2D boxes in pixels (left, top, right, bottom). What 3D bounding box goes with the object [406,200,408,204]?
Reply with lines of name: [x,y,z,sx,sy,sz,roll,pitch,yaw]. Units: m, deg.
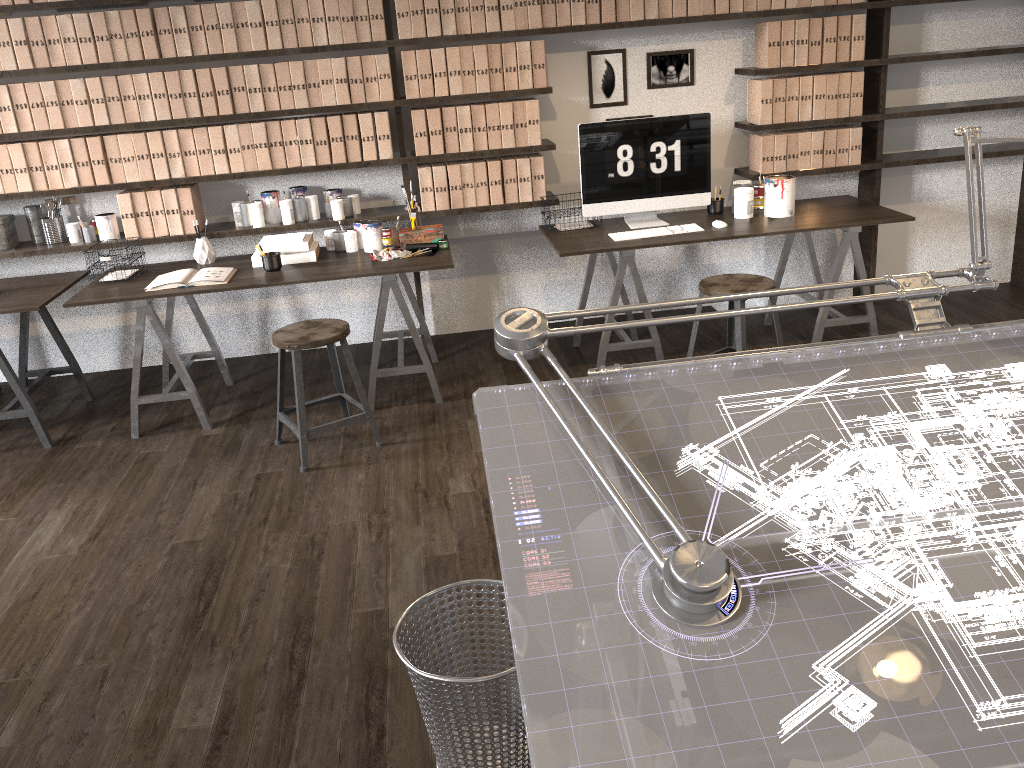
object: [-0.485,-0.827,4.274,0.045,0.149,0.005,-13,21,-22]

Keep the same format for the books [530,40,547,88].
books: [0.122,-1.576,4.366,0.067,0.222,0.177,-6,20,-5]

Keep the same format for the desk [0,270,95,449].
desk: [-2.842,-0.040,4.091,1.669,0.659,0.666,-7,20,-5]

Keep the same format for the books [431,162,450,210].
books: [-0.362,-1.001,4.490,0.067,0.222,0.177,-6,20,-5]

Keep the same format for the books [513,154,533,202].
books: [0.055,-1.050,4.529,0.067,0.222,0.177,-6,20,-5]

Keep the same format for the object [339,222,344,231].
object: [-0.828,-0.743,4.381,0.036,0.116,0.005,-5,19,0]

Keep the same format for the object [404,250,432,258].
object: [-0.437,-0.606,4.130,0.159,0.005,0.005,-22,26,-37]

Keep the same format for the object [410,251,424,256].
object: [-0.456,-0.604,4.129,0.008,0.006,0.120,14,28,40]

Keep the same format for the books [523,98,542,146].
books: [0.097,-1.314,4.447,0.067,0.222,0.177,-6,20,-5]

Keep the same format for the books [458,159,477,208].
books: [-0.228,-1.018,4.506,0.067,0.222,0.177,-6,20,-5]

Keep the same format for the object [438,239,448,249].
object: [-0.329,-0.667,4.220,0.049,0.037,0.050,-5,21,-2]

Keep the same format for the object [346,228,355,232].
object: [-0.786,-0.710,4.342,0.045,0.099,0.045,-6,20,-5]

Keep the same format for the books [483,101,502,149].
books: [-0.098,-1.293,4.432,0.067,0.222,0.177,-6,20,-5]

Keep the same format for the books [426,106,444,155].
books: [-0.383,-1.258,4.402,0.067,0.222,0.177,-6,20,-5]

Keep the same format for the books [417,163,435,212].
books: [-0.434,-0.994,4.487,0.067,0.222,0.177,-6,20,-5]

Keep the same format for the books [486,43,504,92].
books: [-0.089,-1.551,4.347,0.067,0.222,0.177,-6,20,-5]

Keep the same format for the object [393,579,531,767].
object: [-0.071,0.705,2.009,0.353,0.372,0.359,1,21,15]

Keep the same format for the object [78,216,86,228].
object: [-2.088,-0.764,4.330,0.041,0.123,0.008,-10,20,-16]

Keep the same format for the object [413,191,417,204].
object: [-0.476,-0.839,4.253,0.072,0.183,0.008,10,24,35]

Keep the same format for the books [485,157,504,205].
books: [-0.090,-1.033,4.516,0.067,0.222,0.177,-6,20,-5]

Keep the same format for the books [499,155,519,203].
books: [-0.016,-1.043,4.527,0.067,0.222,0.177,-6,20,-5]

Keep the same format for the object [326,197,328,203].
object: [-0.925,-0.892,4.450,0.004,0.103,0.035,-7,19,-6]

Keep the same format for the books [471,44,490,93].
books: [-0.155,-1.541,4.335,0.067,0.222,0.177,-6,20,-5]

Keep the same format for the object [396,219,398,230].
object: [-0.564,-0.738,4.296,0.040,0.128,0.005,-7,19,-7]

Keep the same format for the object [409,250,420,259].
object: [-0.454,-0.605,4.118,0.006,0.006,0.159,1,22,14]

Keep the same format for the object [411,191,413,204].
object: [-0.475,-0.833,4.247,0.005,0.177,0.022,0,20,13]

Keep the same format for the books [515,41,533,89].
books: [0.052,-1.566,4.355,0.067,0.222,0.177,-6,20,-5]

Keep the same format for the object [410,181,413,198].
object: [-0.479,-0.864,4.263,0.007,0.224,0.020,4,21,24]

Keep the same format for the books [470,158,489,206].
books: [-0.164,-1.026,4.514,0.067,0.222,0.177,-6,20,-5]

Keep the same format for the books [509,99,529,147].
books: [0.035,-1.308,4.443,0.067,0.222,0.177,-6,20,-5]

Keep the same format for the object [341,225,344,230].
object: [-0.828,-0.743,4.403,0.035,0.101,0.005,-4,19,2]

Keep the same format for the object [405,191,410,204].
object: [-0.488,-0.844,4.267,0.053,0.179,0.007,10,24,35]

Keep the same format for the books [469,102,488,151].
books: [-0.169,-1.285,4.426,0.067,0.222,0.177,-6,20,-5]

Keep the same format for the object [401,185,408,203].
object: [-0.495,-0.849,4.250,0.055,0.210,0.007,-4,19,1]

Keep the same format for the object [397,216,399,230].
object: [-0.556,-0.740,4.302,0.033,0.145,0.005,-7,19,-6]

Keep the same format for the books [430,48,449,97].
books: [-0.355,-1.519,4.318,0.067,0.222,0.177,-6,20,-5]

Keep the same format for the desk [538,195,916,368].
desk: [1.025,-0.483,4.434,1.669,0.659,0.666,-7,20,-5]

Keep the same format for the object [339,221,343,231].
object: [-0.836,-0.743,4.385,0.029,0.131,0.004,-5,19,-1]

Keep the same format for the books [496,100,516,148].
books: [-0.031,-1.298,4.433,0.067,0.222,0.177,-6,20,-5]

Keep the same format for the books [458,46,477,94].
books: [-0.221,-1.536,4.334,0.067,0.222,0.177,-6,20,-5]

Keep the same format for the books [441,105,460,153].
books: [-0.309,-1.269,4.414,0.067,0.222,0.177,-6,20,-5]

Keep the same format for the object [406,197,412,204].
object: [-0.484,-0.824,4.252,0.008,0.151,0.038,13,26,41]

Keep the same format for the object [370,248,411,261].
object: [-0.560,-0.612,4.118,0.198,0.050,0.133,-19,25,-32]

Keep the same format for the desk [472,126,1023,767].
desk: [0.995,0.219,1.673,2.069,1.365,1.094,-6,20,-5]

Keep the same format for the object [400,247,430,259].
object: [-0.449,-0.610,4.123,0.173,0.017,0.011,-20,25,-34]

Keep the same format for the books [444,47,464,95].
books: [-0.284,-1.528,4.327,0.067,0.222,0.177,-6,20,-5]

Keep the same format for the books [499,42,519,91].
books: [-0.018,-1.559,4.353,0.067,0.222,0.177,-6,20,-5]

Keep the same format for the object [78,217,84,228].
object: [-2.091,-0.755,4.327,0.028,0.125,0.004,-7,19,-7]

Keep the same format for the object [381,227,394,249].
object: [-0.598,-0.693,4.247,0.049,0.110,0.050,-5,19,-2]

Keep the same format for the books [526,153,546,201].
books: [0.125,-1.059,4.539,0.067,0.222,0.177,-6,20,-5]

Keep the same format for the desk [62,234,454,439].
desk: [-1.095,-0.240,4.246,1.669,0.659,0.666,-7,20,-5]

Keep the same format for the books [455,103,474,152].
books: [-0.238,-1.275,4.416,0.067,0.222,0.177,-6,20,-5]
